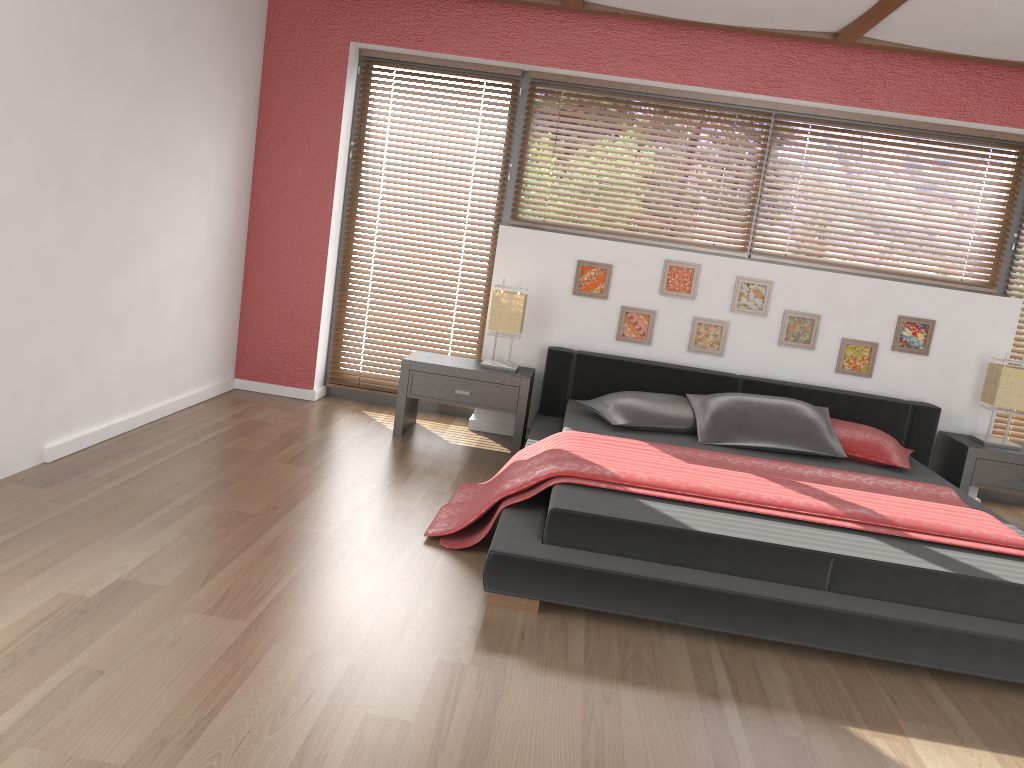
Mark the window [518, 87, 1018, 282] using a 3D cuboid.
[{"bbox_3d":[1.458,-1.171,5.204,2.817,0.786,0.020,9,10,4],"label":"window"}]

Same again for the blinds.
[{"bbox_3d":[1.367,-0.596,5.233,4.840,1.952,0.032,9,10,4],"label":"blinds"}]

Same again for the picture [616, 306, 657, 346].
[{"bbox_3d":[0.706,-0.332,5.045,0.200,0.200,0.010,9,10,4],"label":"picture"}]

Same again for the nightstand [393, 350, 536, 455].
[{"bbox_3d":[-0.258,0.096,4.953,0.700,0.423,0.413,9,10,4],"label":"nightstand"}]

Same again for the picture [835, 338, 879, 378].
[{"bbox_3d":[1.929,-0.145,4.960,0.200,0.200,0.010,9,10,4],"label":"picture"}]

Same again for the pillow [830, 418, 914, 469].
[{"bbox_3d":[1.652,0.275,4.516,0.745,0.172,0.418,12,10,23],"label":"pillow"}]

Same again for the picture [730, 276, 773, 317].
[{"bbox_3d":[1.341,-0.489,4.961,0.200,0.200,0.010,9,10,4],"label":"picture"}]

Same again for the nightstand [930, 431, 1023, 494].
[{"bbox_3d":[2.677,0.552,4.750,0.700,0.423,0.413,9,10,4],"label":"nightstand"}]

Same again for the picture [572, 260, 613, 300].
[{"bbox_3d":[0.457,-0.590,5.028,0.200,0.200,0.010,9,10,4],"label":"picture"}]

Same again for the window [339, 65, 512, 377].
[{"bbox_3d":[-0.544,-0.940,5.427,0.889,1.893,0.020,9,10,4],"label":"window"}]

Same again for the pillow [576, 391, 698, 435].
[{"bbox_3d":[0.748,0.143,4.526,0.745,0.172,0.418,5,10,-21],"label":"pillow"}]

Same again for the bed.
[{"bbox_3d":[0.987,0.381,3.864,2.469,0.577,2.413,9,10,4],"label":"bed"}]

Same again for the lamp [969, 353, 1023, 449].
[{"bbox_3d":[2.628,0.077,4.721,0.200,0.480,0.200,9,10,4],"label":"lamp"}]

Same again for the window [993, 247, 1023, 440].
[{"bbox_3d":[3.303,-0.343,5.160,0.889,1.893,0.020,9,10,4],"label":"window"}]

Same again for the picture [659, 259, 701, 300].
[{"bbox_3d":[0.944,-0.587,4.983,0.200,0.200,0.010,9,10,4],"label":"picture"}]

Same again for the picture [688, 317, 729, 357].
[{"bbox_3d":[1.111,-0.268,5.017,0.200,0.200,0.010,9,10,4],"label":"picture"}]

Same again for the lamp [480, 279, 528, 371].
[{"bbox_3d":[-0.032,-0.336,4.905,0.200,0.480,0.200,9,10,4],"label":"lamp"}]

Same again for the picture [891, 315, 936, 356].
[{"bbox_3d":[2.224,-0.268,4.913,0.200,0.200,0.010,9,10,4],"label":"picture"}]

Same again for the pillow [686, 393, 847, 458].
[{"bbox_3d":[1.252,0.184,4.398,0.744,0.241,0.386,8,10,-1],"label":"pillow"}]

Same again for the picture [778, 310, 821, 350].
[{"bbox_3d":[1.610,-0.302,4.965,0.200,0.200,0.010,9,10,4],"label":"picture"}]
